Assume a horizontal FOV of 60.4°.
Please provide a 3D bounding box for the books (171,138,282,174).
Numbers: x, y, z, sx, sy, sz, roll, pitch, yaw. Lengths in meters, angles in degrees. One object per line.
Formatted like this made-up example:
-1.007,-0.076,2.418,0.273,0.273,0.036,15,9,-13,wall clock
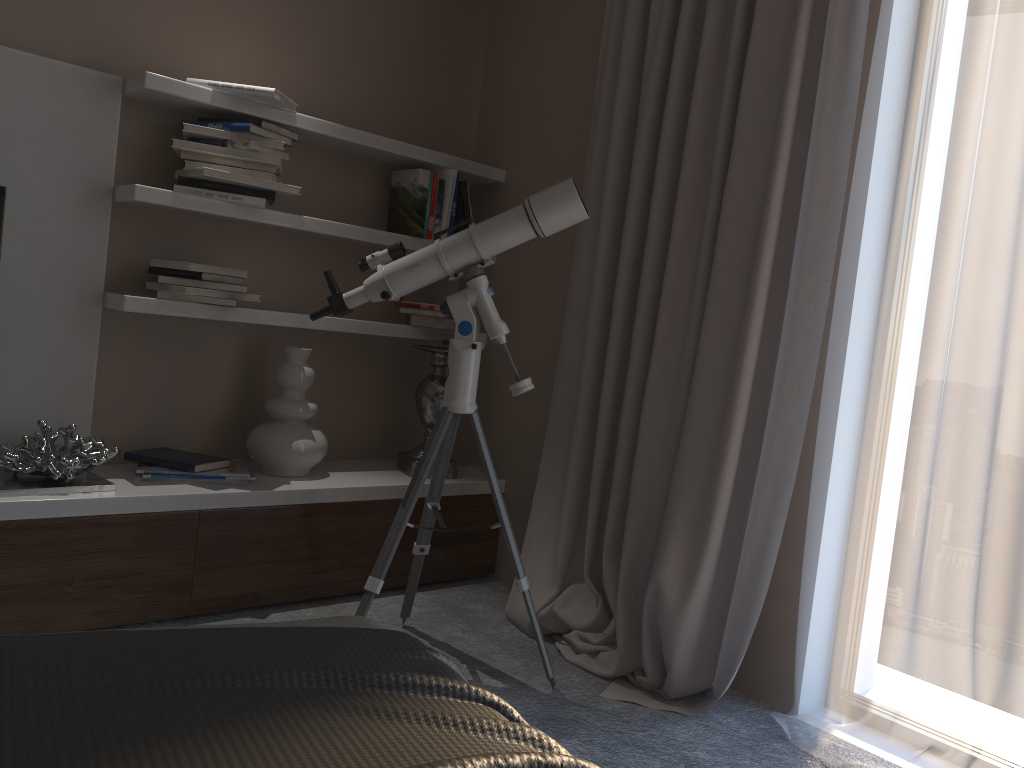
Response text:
-0.900,-0.722,2.802,0.323,0.027,0.216,6,4,-19,books

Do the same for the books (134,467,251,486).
-1.012,0.286,2.816,0.330,0.011,0.244,6,4,-18,books

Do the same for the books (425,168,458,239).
-0.293,-0.689,3.364,0.022,0.287,0.206,4,4,-42,books

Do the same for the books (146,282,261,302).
-0.978,-0.293,2.807,0.186,0.021,0.285,10,5,33,books

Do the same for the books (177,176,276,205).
-0.917,-0.621,2.834,0.294,0.031,0.181,5,4,-22,books

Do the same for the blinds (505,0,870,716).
0.443,-0.449,2.598,0.377,2.638,0.996,4,4,-41,blinds

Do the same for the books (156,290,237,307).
-1.002,-0.273,2.802,0.238,0.025,0.166,5,4,-23,books

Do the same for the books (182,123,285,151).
-0.883,-0.771,2.792,0.303,0.022,0.200,5,4,-23,books

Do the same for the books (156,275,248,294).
-0.980,-0.317,2.797,0.269,0.025,0.175,5,4,-22,books

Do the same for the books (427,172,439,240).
-0.345,-0.673,3.341,0.025,0.251,0.168,4,4,-42,books

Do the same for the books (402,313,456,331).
-0.313,-0.241,3.412,0.199,0.043,0.240,6,4,-17,books

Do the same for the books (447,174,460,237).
-0.274,-0.671,3.380,0.027,0.260,0.174,4,4,-42,books

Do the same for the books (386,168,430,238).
-0.392,-0.675,3.300,0.045,0.249,0.184,4,4,-42,books

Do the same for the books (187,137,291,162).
-0.864,-0.743,2.790,0.236,0.026,0.192,9,4,22,books

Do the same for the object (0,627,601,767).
-0.782,0.387,0.429,2.156,0.322,0.589,4,5,-34,object

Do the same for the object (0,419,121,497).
-1.294,0.192,2.479,0.306,0.177,0.341,10,5,43,object

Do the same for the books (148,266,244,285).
-1.011,-0.348,2.822,0.236,0.026,0.172,9,5,28,books

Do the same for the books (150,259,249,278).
-0.990,-0.367,2.798,0.166,0.023,0.239,9,5,28,books

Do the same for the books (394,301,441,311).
-0.309,-0.297,3.410,0.236,0.023,0.185,11,6,43,books

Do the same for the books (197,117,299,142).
-0.849,-0.823,2.842,0.254,0.028,0.182,9,4,23,books

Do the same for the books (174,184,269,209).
-0.926,-0.594,2.824,0.271,0.028,0.193,6,4,-16,books

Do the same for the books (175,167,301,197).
-0.871,-0.643,2.811,0.329,0.027,0.212,3,6,-43,books

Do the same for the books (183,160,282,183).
-0.893,-0.671,2.834,0.269,0.028,0.194,6,4,-11,books

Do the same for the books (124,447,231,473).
-1.061,0.240,2.799,0.255,0.027,0.179,8,4,16,books

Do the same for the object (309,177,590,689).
-0.220,0.099,2.423,0.628,1.404,0.585,4,4,-41,object

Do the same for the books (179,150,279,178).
-0.902,-0.699,2.827,0.292,0.031,0.183,6,4,-17,books

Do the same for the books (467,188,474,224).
-0.211,-0.651,3.456,0.105,0.222,0.164,4,4,-42,books

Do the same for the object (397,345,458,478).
-0.292,0.101,3.326,0.229,0.481,0.210,5,4,-33,object

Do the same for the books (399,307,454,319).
-0.312,-0.274,3.411,0.173,0.023,0.253,8,4,9,books

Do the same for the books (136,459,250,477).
-1.019,0.263,2.824,0.332,0.011,0.243,5,4,-23,books

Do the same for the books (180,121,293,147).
-0.872,-0.795,2.797,0.266,0.027,0.201,9,4,23,books

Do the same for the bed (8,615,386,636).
-0.581,0.617,0.070,2.406,0.623,2.183,4,5,-33,bed

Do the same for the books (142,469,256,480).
-1.012,0.275,2.824,0.334,0.011,0.241,5,5,-28,books

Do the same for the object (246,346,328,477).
-0.756,0.089,3.013,0.280,0.431,0.251,4,4,-43,object

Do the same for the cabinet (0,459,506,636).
-1.964,0.425,1.946,4.815,0.369,0.428,3,5,-42,cabinet

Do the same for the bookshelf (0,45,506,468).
-1.927,-0.367,1.999,4.774,1.202,0.219,3,4,-42,bookshelf

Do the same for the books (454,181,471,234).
-0.217,-0.658,3.404,0.092,0.245,0.160,4,4,-42,books

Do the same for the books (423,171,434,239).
-0.364,-0.674,3.323,0.025,0.251,0.168,4,4,-42,books

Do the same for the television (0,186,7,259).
-1.882,-0.214,2.061,1.162,0.713,0.137,4,4,-42,television

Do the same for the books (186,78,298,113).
-0.849,-0.913,2.786,0.270,0.027,0.205,7,4,2,books

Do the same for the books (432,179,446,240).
-0.322,-0.661,3.355,0.026,0.228,0.164,4,4,-42,books
